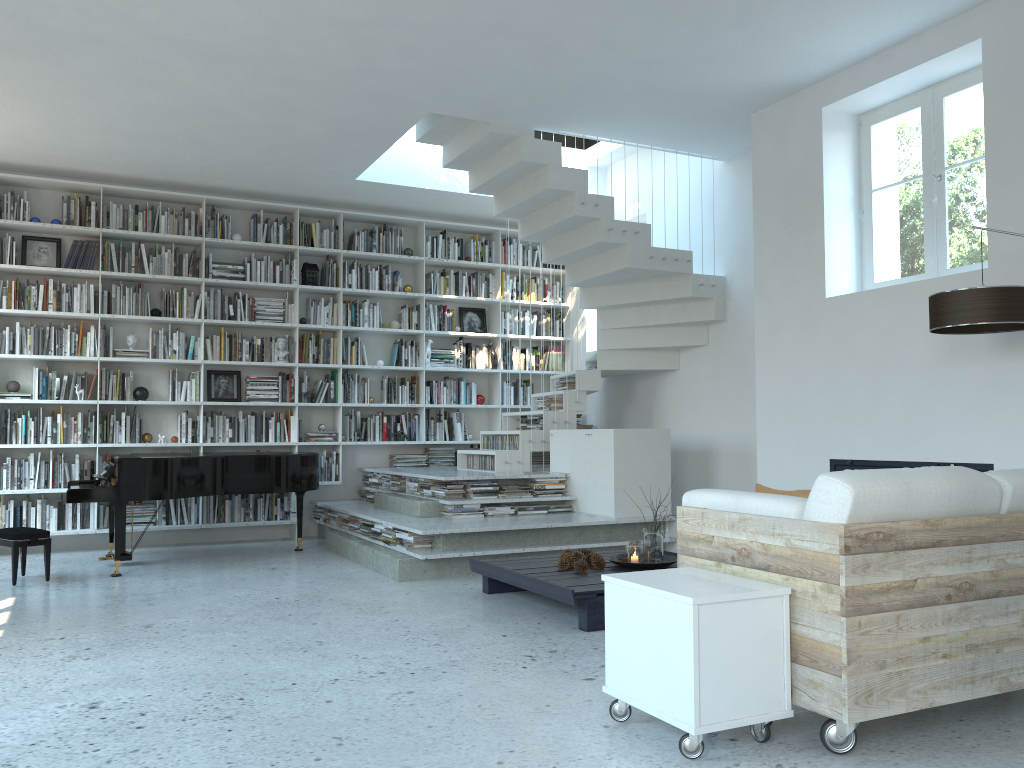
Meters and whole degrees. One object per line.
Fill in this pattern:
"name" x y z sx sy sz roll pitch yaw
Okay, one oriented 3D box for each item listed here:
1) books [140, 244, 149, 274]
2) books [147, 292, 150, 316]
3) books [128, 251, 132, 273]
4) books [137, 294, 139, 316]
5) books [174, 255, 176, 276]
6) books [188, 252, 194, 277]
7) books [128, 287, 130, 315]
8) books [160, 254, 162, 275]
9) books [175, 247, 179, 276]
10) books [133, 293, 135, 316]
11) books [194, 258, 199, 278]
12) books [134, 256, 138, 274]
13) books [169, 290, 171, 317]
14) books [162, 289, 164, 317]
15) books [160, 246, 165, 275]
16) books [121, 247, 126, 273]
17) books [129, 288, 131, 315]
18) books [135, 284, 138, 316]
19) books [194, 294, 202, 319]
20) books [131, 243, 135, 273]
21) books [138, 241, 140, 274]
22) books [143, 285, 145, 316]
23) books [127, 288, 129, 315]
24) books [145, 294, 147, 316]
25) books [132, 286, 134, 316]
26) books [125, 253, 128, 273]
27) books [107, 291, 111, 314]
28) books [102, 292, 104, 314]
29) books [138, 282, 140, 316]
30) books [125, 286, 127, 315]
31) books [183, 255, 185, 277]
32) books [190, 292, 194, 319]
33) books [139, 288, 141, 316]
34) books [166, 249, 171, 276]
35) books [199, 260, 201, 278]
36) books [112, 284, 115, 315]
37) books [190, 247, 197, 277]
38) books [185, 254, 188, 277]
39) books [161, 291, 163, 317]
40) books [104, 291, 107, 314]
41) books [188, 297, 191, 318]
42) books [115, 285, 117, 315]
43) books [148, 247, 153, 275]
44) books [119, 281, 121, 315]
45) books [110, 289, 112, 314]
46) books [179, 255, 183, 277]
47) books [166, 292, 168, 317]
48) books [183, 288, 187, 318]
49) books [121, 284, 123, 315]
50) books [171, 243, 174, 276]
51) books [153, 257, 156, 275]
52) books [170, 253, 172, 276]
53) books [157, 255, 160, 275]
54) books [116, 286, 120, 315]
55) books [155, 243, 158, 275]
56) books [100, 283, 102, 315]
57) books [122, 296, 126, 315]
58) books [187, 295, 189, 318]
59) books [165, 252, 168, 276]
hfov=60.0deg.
"books" -3.268 -1.086 7.886 0.075 0.285 0.178 1 -3 -26
"books" -3.239 -0.691 7.897 0.031 0.232 0.148 1 -3 -26
"books" -3.381 -1.055 7.837 0.029 0.218 0.157 1 -3 -26
"books" -3.325 -0.685 7.870 0.012 0.217 0.133 1 -3 -26
"books" -3.054 -1.043 8.014 0.024 0.213 0.150 1 -3 -26
"books" -2.923 -1.067 8.060 0.055 0.263 0.167 1 -3 -26
"books" -3.386 -0.710 7.826 0.010 0.261 0.169 1 -3 -26
"books" -3.152 -1.044 7.950 0.010 0.208 0.173 1 -3 -26
"books" -3.035 -1.081 8.028 0.022 0.290 0.146 1 -3 -26
"books" -3.341 -0.683 7.828 0.011 0.209 0.181 1 -3 -26
"books" -2.882 -1.038 8.106 0.028 0.211 0.134 1 -3 -26
"books" -3.337 -1.034 7.869 0.034 0.180 0.160 1 -3 -26
"books" -3.082 -0.706 7.985 0.009 0.266 0.149 1 -3 -26
"books" -3.137 -0.711 7.964 0.012 0.275 0.129 1 -3 -26
"books" -3.142 -1.082 7.971 0.026 0.286 0.137 1 -3 -26
"books" -3.426 -1.068 7.808 0.031 0.241 0.181 1 -3 -26
"books" -3.376 -0.706 7.830 0.011 0.255 0.152 1 -3 -26
"books" -3.324 -0.724 7.844 0.011 0.291 0.176 1 -3 -26
"books" -2.860 -0.687 8.052 0.064 0.237 0.209 1 -3 -26
"books" -3.358 -1.091 7.850 0.023 0.293 0.156 1 -3 -26
"books" -3.319 -1.100 7.890 0.013 0.315 0.135 1 -3 -26
"books" -3.271 -0.721 7.863 0.011 0.287 0.189 1 -3 -26
"books" -3.385 -0.706 7.800 0.012 0.251 0.184 1 -3 -26
"books" -3.265 -0.684 7.894 0.012 0.218 0.151 1 -3 -26
"books" -3.354 -0.718 7.831 0.011 0.279 0.169 1 -3 -26
"books" -3.408 -1.046 7.831 0.024 0.201 0.153 1 -3 -26
"books" -3.534 -0.691 7.767 0.024 0.219 0.140 1 -3 -26
"books" -3.567 -0.688 7.724 0.015 0.207 0.186 1 -3 -26
"books" -3.313 -0.737 7.865 0.004 0.320 0.153 1 -3 -26
"books" -3.394 -0.712 7.794 0.009 0.263 0.189 1 -3 -26
"books" -2.981 -1.047 8.035 0.022 0.222 0.161 1 -3 -26
"books" -2.908 -0.697 8.052 0.022 0.257 0.155 1 -3 -26
"books" -3.303 -0.708 7.860 0.010 0.261 0.158 1 -3 -26
"books" -3.096 -1.068 7.987 0.028 0.260 0.135 1 -3 -26
"books" -2.864 -1.028 8.122 0.019 0.194 0.098 1 -3 -26
"books" -3.493 -0.721 7.766 0.026 0.279 0.151 1 -3 -26
"books" -2.910 -1.086 8.067 0.058 0.302 0.175 1 -3 -26
"books" -2.967 -1.053 8.059 0.025 0.237 0.153 1 -3 -26
"books" -3.141 -0.701 7.953 0.005 0.254 0.161 1 -3 -26
"books" -3.558 -0.694 7.756 0.029 0.224 0.136 1 -3 -26
"books" -2.933 -0.676 8.050 0.024 0.216 0.142 1 -3 -26
"books" -3.474 -0.720 7.771 0.012 0.276 0.157 1 -3 -26
"books" -3.229 -1.074 7.922 0.027 0.265 0.168 1 -3 -26
"books" -3.449 -0.738 7.800 0.011 0.317 0.154 1 -3 -26
"books" -3.512 -0.702 7.764 0.012 0.240 0.134 1 -3 -26
"books" -3.003 -1.045 8.020 0.030 0.217 0.182 1 -3 -26
"books" -3.093 -0.693 7.945 0.005 0.236 0.178 1 -3 -26
"books" -2.968 -0.712 8.022 0.022 0.284 0.190 1 -3 -26
"books" -3.431 -0.723 7.785 0.010 0.283 0.184 1 -3 -26
"books" -3.061 -1.095 7.990 0.011 0.313 0.183 1 -3 -26
"books" -3.202 -1.031 7.926 0.028 0.180 0.168 1 -3 -26
"books" -3.076 -1.053 7.992 0.013 0.231 0.141 1 -3 -26
"books" -3.179 -1.045 7.966 0.024 0.212 0.128 1 -3 -26
"books" -3.459 -0.712 7.780 0.024 0.262 0.177 1 -3 -26
"books" -3.184 -1.094 7.937 0.012 0.307 0.145 1 -3 -26
"books" -3.587 -0.726 7.735 0.012 0.285 0.159 1 -3 -26
"books" -3.421 -0.673 7.806 0.029 0.186 0.149 1 -3 -26
"books" -2.949 -0.683 8.042 0.011 0.229 0.166 1 -3 -26
"books" -3.110 -1.053 7.959 0.021 0.226 0.191 1 -3 -26
